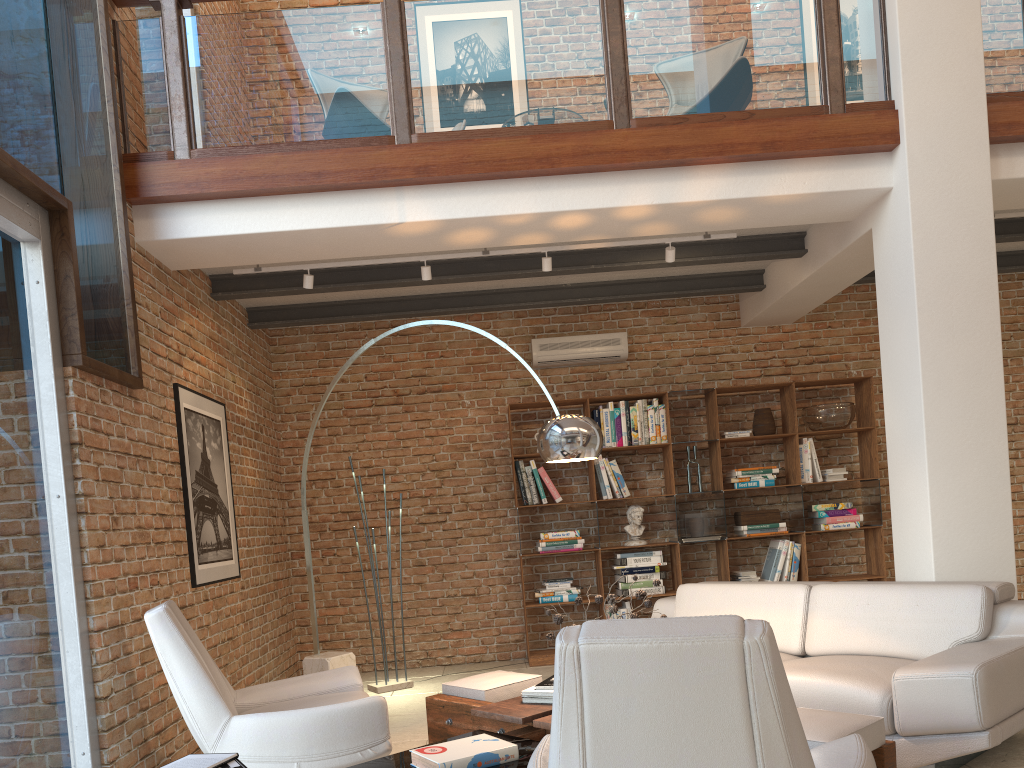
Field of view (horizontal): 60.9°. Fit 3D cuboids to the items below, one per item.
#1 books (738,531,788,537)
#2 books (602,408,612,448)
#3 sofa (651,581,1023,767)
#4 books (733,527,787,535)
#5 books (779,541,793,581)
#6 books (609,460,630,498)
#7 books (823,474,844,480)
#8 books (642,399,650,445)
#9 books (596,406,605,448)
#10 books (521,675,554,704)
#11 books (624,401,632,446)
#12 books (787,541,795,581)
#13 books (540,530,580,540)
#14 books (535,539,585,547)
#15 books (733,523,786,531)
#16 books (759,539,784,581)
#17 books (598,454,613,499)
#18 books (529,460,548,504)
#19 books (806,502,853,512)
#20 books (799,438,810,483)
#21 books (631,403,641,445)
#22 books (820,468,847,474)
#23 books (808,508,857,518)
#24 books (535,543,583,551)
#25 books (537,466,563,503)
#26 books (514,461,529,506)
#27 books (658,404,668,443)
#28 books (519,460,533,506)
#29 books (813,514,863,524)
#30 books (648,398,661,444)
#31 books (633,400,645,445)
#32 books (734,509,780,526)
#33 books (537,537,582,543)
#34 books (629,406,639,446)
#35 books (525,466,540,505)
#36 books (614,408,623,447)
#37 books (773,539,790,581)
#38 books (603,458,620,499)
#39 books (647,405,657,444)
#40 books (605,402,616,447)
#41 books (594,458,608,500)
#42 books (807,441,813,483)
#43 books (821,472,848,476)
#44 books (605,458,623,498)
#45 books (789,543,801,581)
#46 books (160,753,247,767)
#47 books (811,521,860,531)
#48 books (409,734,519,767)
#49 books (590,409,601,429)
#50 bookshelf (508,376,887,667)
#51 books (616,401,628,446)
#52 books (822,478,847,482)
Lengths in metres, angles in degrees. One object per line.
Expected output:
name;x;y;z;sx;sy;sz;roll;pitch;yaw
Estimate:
books;2.138;1.280;7.452;0.355;0.020;0.275;-4;-9;-3
books;0.791;0.388;7.380;0.055;0.327;0.256;-5;-2;-2
sofa;1.473;1.452;4.585;1.140;0.750;2.361;0;-9;-41
books;2.122;1.255;7.465;0.379;0.036;0.247;-4;-9;-6
books;2.320;1.521;7.463;0.098;0.352;0.273;-5;-2;-2
books;0.897;0.809;7.398;0.158;0.327;0.256;-5;-2;-2
books;2.740;0.795;7.440;0.133;0.033;0.208;-6;-9;8
books;1.117;0.337;7.396;0.036;0.381;0.245;-5;-1;-2
books;0.751;0.380;7.396;0.021;0.357;0.273;-5;-2;-2
books;0.233;1.435;4.126;0.252;0.074;0.401;-9;-10;30
books;0.966;0.349;7.392;0.036;0.381;0.245;-5;-1;-2
books;2.341;1.523;7.472;0.098;0.352;0.273;-5;-2;-2
books;0.403;1.281;7.403;0.326;0.055;0.257;-5;-8;1
books;0.403;1.345;7.387;0.379;0.036;0.247;-3;-9;-8
books;2.106;1.214;7.430;0.379;0.036;0.247;-4;-9;-3
books;2.225;1.523;7.474;0.163;0.370;0.245;-5;-1;-2
books;0.772;0.793;7.389;0.103;0.381;0.245;-5;-1;-2
books;0.219;0.835;7.381;0.121;0.379;0.245;-5;-1;-2
books;2.718;1.054;7.470;0.327;0.055;0.257;-6;-8;8
books;2.468;0.661;7.432;0.036;0.381;0.245;-5;-1;-2
books;1.052;0.355;7.394;0.021;0.357;0.273;-5;-2;-2
books;2.736;0.743;7.439;0.132;0.033;0.209;-3;-9;-12
books;2.739;1.108;7.472;0.326;0.055;0.258;-4;-8;-2
books;0.395;1.384;7.395;0.379;0.036;0.247;-4;-9;-6
books;0.313;0.862;7.408;0.195;0.317;0.256;-5;-2;-2
books;0.075;0.845;7.382;0.091;0.382;0.245;-5;-1;-2
books;1.261;0.356;7.416;0.055;0.327;0.256;-5;-2;-2
books;0.112;0.843;7.391;0.091;0.382;0.245;-5;-1;-2
books;2.789;1.159;7.464;0.326;0.055;0.258;-4;-8;-7
books;1.211;0.330;7.398;0.036;0.381;0.245;-5;-1;-2
books;1.080;0.342;7.408;0.036;0.381;0.245;-5;-1;-2
books;2.089;1.139;7.436;0.335;0.118;0.215;-4;-6;-2
books;0.398;1.320;7.406;0.355;0.020;0.275;-4;-9;-3
books;1.015;0.370;7.379;0.055;0.327;0.256;-5;-2;-2
books;0.165;0.867;7.412;0.102;0.332;0.256;-5;-2;-2
books;0.884;0.384;7.401;0.055;0.327;0.256;-5;-2;-2
books;2.267;1.515;7.451;0.161;0.370;0.245;-5;-1;-2
books;0.826;0.807;7.401;0.125;0.346;0.273;-5;-2;-2
books;1.165;0.360;7.392;0.055;0.327;0.256;-5;-2;-2
books;0.835;0.358;7.384;0.036;0.381;0.245;-5;-1;-2
books;0.734;0.799;7.412;0.101;0.381;0.245;-5;-1;-2
books;2.497;0.673;7.443;0.021;0.357;0.273;-5;-2;-2
books;2.746;0.769;7.444;0.171;0.018;0.239;-5;-9;1
books;0.848;0.806;7.411;0.125;0.346;0.273;-5;-2;-2
books;2.386;1.525;7.459;0.116;0.332;0.256;-5;-2;-2
books;-0.932;1.162;2.512;0.388;0.079;0.577;-2;-9;-18
books;2.768;1.216;7.465;0.326;0.055;0.257;-5;-8;1
books;-0.180;1.384;3.252;0.325;0.056;0.258;1;-10;-31
books;0.713;0.397;7.396;0.055;0.327;0.256;-5;-2;-2
bookshelf;1.565;1.167;7.412;3.032;2.191;0.365;-4;1;-1
books;0.929;0.350;7.381;0.036;0.381;0.245;-5;-1;-2
books;2.750;0.823;7.456;0.171;0.018;0.239;-6;-9;6
